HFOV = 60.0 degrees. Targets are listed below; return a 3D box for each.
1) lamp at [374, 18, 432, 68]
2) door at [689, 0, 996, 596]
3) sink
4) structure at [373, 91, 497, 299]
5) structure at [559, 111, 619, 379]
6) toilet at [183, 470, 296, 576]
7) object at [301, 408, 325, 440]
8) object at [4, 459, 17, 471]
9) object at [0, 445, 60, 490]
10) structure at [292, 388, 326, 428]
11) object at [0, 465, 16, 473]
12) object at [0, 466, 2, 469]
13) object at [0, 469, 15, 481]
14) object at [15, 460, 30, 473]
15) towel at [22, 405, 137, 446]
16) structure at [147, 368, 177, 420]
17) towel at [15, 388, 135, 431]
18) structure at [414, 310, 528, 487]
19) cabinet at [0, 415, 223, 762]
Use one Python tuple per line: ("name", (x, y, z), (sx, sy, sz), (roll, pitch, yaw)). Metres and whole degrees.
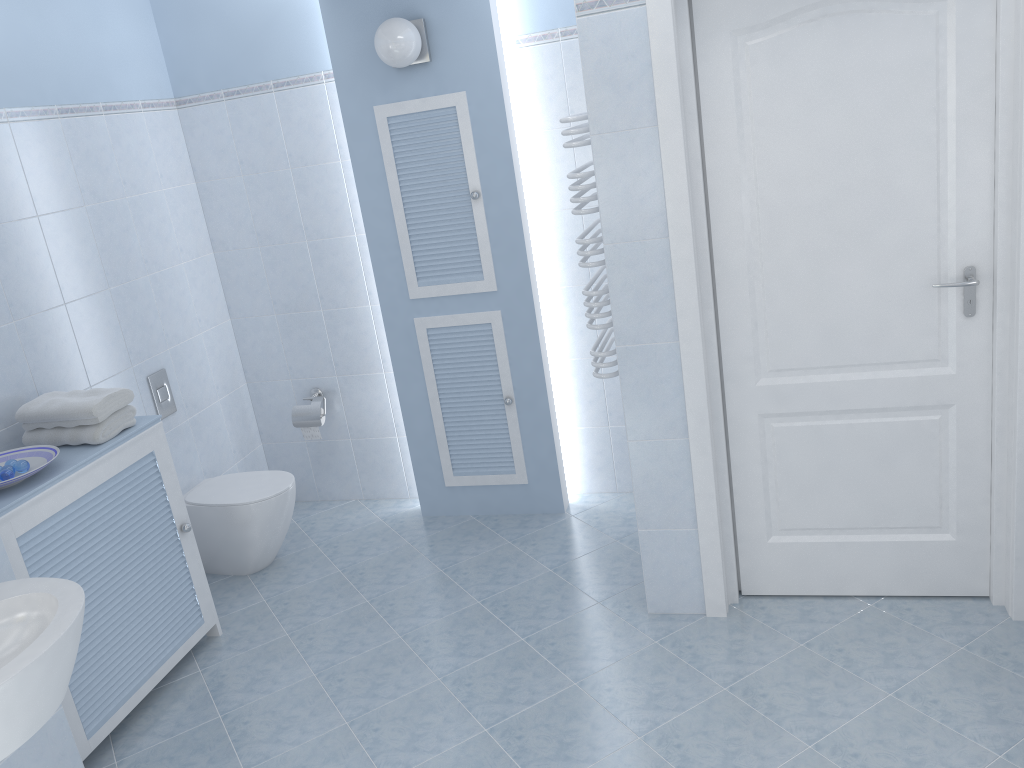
("lamp", (-0.433, -1.314, 3.419), (0.180, 0.180, 0.216), (-4, 18, 17))
("door", (1.053, -0.214, 2.758), (0.823, 2.011, 0.098), (-4, 18, 17))
("sink", (-1.238, 0.684, 1.976), (0.533, 0.489, 0.634), (-4, 18, 17))
("structure", (-0.318, -0.762, 3.683), (0.400, 0.813, 0.041), (-4, 18, 17))
("structure", (0.341, -0.531, 3.227), (0.138, 0.950, 0.524), (-4, 18, 17))
("toilet", (-1.179, 0.635, 3.969), (0.519, 0.388, 0.337), (-4, 18, 17))
("object", (-0.972, 0.191, 4.335), (0.098, 0.151, 0.090), (-4, 18, 17))
("object", (-1.575, 0.258, 2.794), (0.042, 0.042, 0.042), (2, 21, 32))
("object", (-1.579, 0.281, 2.746), (0.344, 0.054, 0.344), (-12, 18, -8))
("structure", (-0.983, 0.116, 4.337), (0.170, 0.151, 0.154), (-4, 18, 17))
("object", (-1.565, 0.272, 2.752), (0.042, 0.042, 0.042), (2, 21, 32))
("object", (-1.606, 0.275, 2.766), (0.042, 0.042, 0.042), (2, 21, 32))
("object", (-1.546, 0.280, 2.714), (0.042, 0.042, 0.042), (2, 21, 32))
("object", (-1.533, 0.258, 2.778), (0.042, 0.042, 0.042), (2, 21, 32))
("towel", (-1.505, 0.145, 3.083), (0.324, 0.083, 0.226), (-4, 18, 16))
("structure", (-1.518, 0.045, 3.848), (0.010, 0.200, 0.120), (-4, 18, 17))
("towel", (-1.501, 0.076, 3.059), (0.324, 0.086, 0.227), (-4, 18, 16))
("structure", (-0.183, 0.086, 3.951), (0.400, 0.813, 0.041), (-4, 18, 17))
("cabinet", (-1.461, 0.690, 3.028), (0.389, 0.921, 0.819), (-4, 18, 17))
